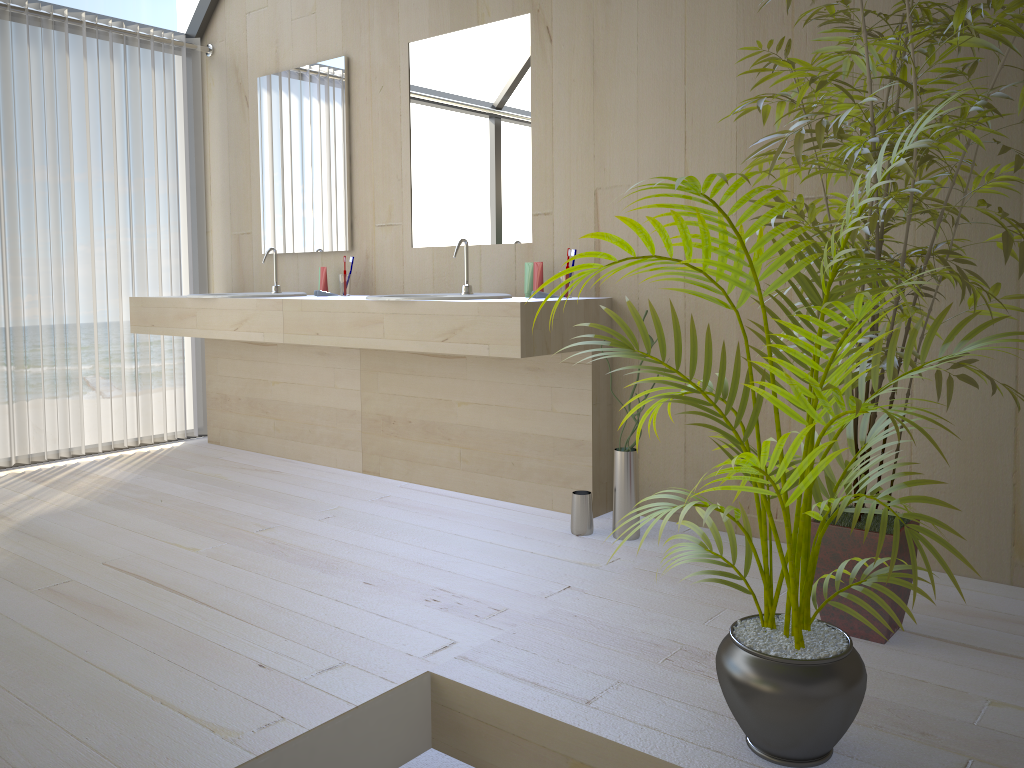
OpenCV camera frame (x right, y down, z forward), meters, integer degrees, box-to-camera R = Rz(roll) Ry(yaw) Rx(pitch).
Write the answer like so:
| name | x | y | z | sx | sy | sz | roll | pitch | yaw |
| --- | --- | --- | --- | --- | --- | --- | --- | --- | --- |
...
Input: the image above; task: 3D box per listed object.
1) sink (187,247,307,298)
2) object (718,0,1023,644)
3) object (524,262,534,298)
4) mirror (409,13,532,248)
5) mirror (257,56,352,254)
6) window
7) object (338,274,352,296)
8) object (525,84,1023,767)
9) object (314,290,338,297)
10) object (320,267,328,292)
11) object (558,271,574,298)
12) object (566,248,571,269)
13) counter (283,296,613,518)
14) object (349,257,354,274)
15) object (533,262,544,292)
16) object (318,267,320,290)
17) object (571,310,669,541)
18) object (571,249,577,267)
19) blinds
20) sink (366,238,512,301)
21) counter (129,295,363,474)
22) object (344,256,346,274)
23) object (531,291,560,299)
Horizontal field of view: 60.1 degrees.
| name | x | y | z | sx | sy | sz | roll | pitch | yaw |
| --- | --- | --- | --- | --- | --- | --- | --- | --- | --- |
| sink | -1.211 | -0.419 | 4.051 | 0.575 | 0.417 | 0.505 | 5 | 8 | 42 |
| object | 0.889 | -0.283 | 2.123 | 0.787 | 1.750 | 0.938 | -3 | 5 | -26 |
| object | 0.065 | -0.387 | 3.313 | 0.039 | 0.134 | 0.039 | -1 | 4 | -10 |
| mirror | -0.171 | -0.993 | 3.578 | 0.654 | 0.865 | 0.023 | 3 | 5 | 39 |
| mirror | -0.994 | -1.061 | 4.208 | 0.654 | 0.865 | 0.023 | 3 | 5 | 39 |
| window | -2.877 | -0.868 | 2.808 | 0.746 | 2.802 | 4.576 | 2 | 7 | 39 |
| object | -0.743 | -0.438 | 3.943 | 0.059 | 0.100 | 0.058 | -5 | 6 | -44 |
| object | 0.453 | 0.080 | 1.534 | 0.916 | 1.152 | 0.754 | -2 | 5 | -17 |
| object | -0.817 | -0.399 | 3.888 | 0.104 | 0.029 | 0.033 | -2 | 6 | -11 |
| object | -0.842 | -0.457 | 3.961 | 0.039 | 0.134 | 0.039 | -1 | 4 | -2 |
| object | 0.195 | -0.356 | 3.186 | 0.058 | 0.100 | 0.059 | -4 | 6 | -40 |
| object | 0.200 | -0.395 | 3.154 | 0.012 | 0.177 | 0.050 | -1 | 4 | -12 |
| counter | -0.266 | 0.069 | 3.377 | 1.207 | 0.787 | 0.552 | 4 | 7 | 39 |
| object | -0.729 | -0.480 | 3.947 | 0.054 | 0.174 | 0.012 | -2 | 4 | -26 |
| object | 0.095 | -0.374 | 3.204 | 0.039 | 0.134 | 0.039 | -1 | 4 | -10 |
| object | -0.873 | -0.470 | 4.071 | 0.039 | 0.134 | 0.039 | -1 | 4 | -2 |
| object | 0.380 | 0.124 | 3.004 | 0.274 | 0.746 | 0.408 | 1 | 5 | 27 |
| object | 0.209 | -0.398 | 3.190 | 0.054 | 0.174 | 0.012 | -2 | 4 | -26 |
| blinds | -2.006 | -0.704 | 4.206 | 0.084 | 2.062 | 1.186 | 2 | 5 | 39 |
| sink | -0.273 | -0.336 | 3.293 | 0.575 | 0.417 | 0.505 | 5 | 8 | 42 |
| counter | -1.204 | -0.014 | 4.134 | 1.207 | 0.787 | 0.552 | 4 | 7 | 39 |
| object | -0.738 | -0.477 | 3.912 | 0.012 | 0.177 | 0.050 | -1 | 4 | -12 |
| object | 0.121 | -0.317 | 3.130 | 0.104 | 0.029 | 0.033 | -2 | 6 | -11 |
